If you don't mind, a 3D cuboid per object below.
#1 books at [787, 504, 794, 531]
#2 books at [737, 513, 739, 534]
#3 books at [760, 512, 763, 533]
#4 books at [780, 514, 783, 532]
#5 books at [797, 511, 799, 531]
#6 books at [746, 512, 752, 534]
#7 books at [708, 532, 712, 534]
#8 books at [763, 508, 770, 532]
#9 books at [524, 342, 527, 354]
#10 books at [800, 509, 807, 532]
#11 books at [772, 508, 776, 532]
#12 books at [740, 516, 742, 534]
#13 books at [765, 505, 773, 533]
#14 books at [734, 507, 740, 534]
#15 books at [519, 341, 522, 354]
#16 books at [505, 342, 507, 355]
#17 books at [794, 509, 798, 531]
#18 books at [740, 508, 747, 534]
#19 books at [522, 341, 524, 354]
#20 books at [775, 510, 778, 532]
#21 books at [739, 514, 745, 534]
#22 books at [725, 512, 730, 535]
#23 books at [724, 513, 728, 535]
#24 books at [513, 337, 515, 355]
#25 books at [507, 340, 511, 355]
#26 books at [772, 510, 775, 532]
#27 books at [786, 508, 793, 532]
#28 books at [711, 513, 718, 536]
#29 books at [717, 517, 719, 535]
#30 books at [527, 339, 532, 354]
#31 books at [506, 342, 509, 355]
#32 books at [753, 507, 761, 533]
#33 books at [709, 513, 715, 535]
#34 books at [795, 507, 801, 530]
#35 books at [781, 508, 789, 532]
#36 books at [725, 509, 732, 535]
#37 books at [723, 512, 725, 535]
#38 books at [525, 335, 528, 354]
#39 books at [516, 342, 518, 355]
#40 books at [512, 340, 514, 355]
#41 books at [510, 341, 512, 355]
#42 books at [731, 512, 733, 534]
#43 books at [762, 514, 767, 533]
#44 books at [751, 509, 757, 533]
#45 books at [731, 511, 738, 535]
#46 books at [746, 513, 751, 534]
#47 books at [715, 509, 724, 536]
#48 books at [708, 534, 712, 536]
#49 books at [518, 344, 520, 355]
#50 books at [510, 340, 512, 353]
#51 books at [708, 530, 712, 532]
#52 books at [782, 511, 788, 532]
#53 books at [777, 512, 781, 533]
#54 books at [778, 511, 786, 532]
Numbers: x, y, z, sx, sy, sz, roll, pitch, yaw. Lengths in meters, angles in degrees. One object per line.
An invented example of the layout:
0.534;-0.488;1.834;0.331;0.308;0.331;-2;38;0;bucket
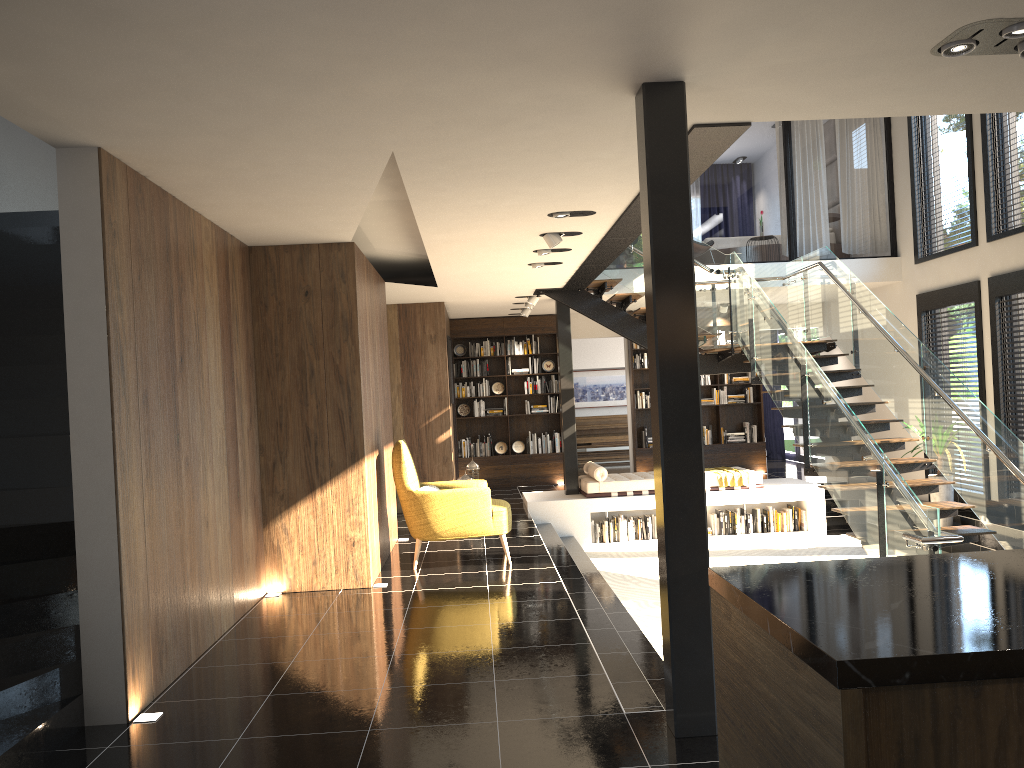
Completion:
3.593;1.721;11.432;0.042;0.328;0.205;-3;0;-2;books
2.872;1.786;11.397;0.027;0.270;0.188;-3;0;-2;books
3.186;1.777;11.429;0.030;0.256;0.160;-3;0;-2;books
3.452;1.784;11.430;0.022;0.216;0.137;-3;0;-2;books
3.655;1.754;11.436;0.019;0.255;0.180;-3;0;-2;books
3.047;1.784;11.394;0.019;0.256;0.186;-3;0;-2;books
2.414;1.909;11.397;0.261;0.024;0.167;-3;-1;-6;books
3.280;1.759;11.436;0.026;0.284;0.177;-3;0;-2;books
0.210;-0.562;14.115;0.029;0.190;0.177;-3;0;-2;books
3.728;1.746;11.407;0.037;0.264;0.272;-3;0;-2;books
3.355;1.746;11.419;0.021;0.302;0.167;-3;0;-2;books
2.927;1.806;11.427;0.026;0.226;0.132;-3;0;-2;books
3.307;1.732;11.404;0.028;0.334;0.205;-3;0;-2;books
2.898;1.757;11.418;0.029;0.326;0.153;-3;0;-2;books
0.137;-0.569;14.098;0.034;0.211;0.206;-3;0;-2;books
-0.098;-0.557;14.112;0.023;0.213;0.194;-3;0;-2;books
3.631;1.746;11.422;0.030;0.273;0.185;-3;0;-2;books
2.983;1.756;11.407;0.033;0.318;0.152;-3;0;-2;books
0.174;-0.576;14.115;0.042;0.223;0.163;-3;0;-2;books
3.379;1.753;11.417;0.025;0.285;0.164;-3;0;-2;books
2.955;1.801;11.410;0.028;0.231;0.158;-3;0;-2;books
2.757;1.793;11.396;0.029;0.268;0.146;-3;0;-2;books
2.729;1.794;11.387;0.029;0.268;0.173;-3;0;-2;books
0.036;-0.597;14.034;0.011;0.276;0.287;-3;0;-2;books
-0.048;-0.572;14.080;0.033;0.237;0.231;-3;0;-2;books
3.334;1.756;11.414;0.023;0.283;0.175;-3;0;-2;books
3.560;1.744;11.416;0.028;0.285;0.210;-3;0;-2;books
2.599;1.798;11.386;0.030;0.273;0.168;-3;0;-2;books
2.628;1.821;11.403;0.027;0.226;0.165;-3;0;-2;books
0.271;-0.593;14.117;0.064;0.247;0.209;-3;0;-2;books
-0.074;-0.555;14.067;0.021;0.204;0.224;-3;0;-2;books
3.156;1.751;11.414;0.027;0.312;0.189;-3;0;-2;books
2.571;1.805;11.412;0.026;0.263;0.156;-3;0;-2;books
3.686;1.737;11.443;0.043;0.287;0.147;-3;0;-2;books
3.526;1.746;11.433;0.039;0.284;0.199;-3;0;-2;books
2.788;1.773;11.401;0.035;0.305;0.151;-3;0;-2;books
2.698;1.788;11.411;0.030;0.284;0.176;-3;0;-2;books
0.231;-0.620;14.073;0.015;0.303;0.252;-3;0;-2;books
0.073;-0.563;14.104;0.027;0.207;0.203;-3;0;-2;books
0.012;-0.577;14.078;0.035;0.241;0.208;-3;0;-2;books
-0.024;-0.571;14.061;0.014;0.231;0.280;-3;0;-2;books
2.818;1.789;11.436;0.026;0.270;0.128;-3;0;-2;books
3.219;1.789;11.399;0.032;0.229;0.228;-3;0;-2;books
3.109;1.762;11.426;0.066;0.294;0.142;-3;0;-2;books
2.846;1.779;11.375;0.026;0.287;0.204;-3;0;-2;books
3.019;1.787;11.393;0.036;0.253;0.178;-3;0;-2;books
2.662;1.774;11.376;0.043;0.316;0.209;-3;0;-2;books
2.415;1.933;11.397;0.257;0.024;0.167;-3;-1;-2;books
0.104;-0.547;14.102;0.034;0.171;0.158;-3;0;-2;books
-0.011;-0.576;14.057;0.013;0.239;0.255;-3;0;-2;books
2.412;1.884;11.402;0.274;0.025;0.156;-3;-1;-6;books
3.497;1.765;11.405;0.021;0.248;0.197;-3;0;-2;books
3.405;1.769;11.395;0.025;0.249;0.208;-3;0;-2;books
3.475;1.768;11.399;0.024;0.246;0.212;-3;0;-2;books
